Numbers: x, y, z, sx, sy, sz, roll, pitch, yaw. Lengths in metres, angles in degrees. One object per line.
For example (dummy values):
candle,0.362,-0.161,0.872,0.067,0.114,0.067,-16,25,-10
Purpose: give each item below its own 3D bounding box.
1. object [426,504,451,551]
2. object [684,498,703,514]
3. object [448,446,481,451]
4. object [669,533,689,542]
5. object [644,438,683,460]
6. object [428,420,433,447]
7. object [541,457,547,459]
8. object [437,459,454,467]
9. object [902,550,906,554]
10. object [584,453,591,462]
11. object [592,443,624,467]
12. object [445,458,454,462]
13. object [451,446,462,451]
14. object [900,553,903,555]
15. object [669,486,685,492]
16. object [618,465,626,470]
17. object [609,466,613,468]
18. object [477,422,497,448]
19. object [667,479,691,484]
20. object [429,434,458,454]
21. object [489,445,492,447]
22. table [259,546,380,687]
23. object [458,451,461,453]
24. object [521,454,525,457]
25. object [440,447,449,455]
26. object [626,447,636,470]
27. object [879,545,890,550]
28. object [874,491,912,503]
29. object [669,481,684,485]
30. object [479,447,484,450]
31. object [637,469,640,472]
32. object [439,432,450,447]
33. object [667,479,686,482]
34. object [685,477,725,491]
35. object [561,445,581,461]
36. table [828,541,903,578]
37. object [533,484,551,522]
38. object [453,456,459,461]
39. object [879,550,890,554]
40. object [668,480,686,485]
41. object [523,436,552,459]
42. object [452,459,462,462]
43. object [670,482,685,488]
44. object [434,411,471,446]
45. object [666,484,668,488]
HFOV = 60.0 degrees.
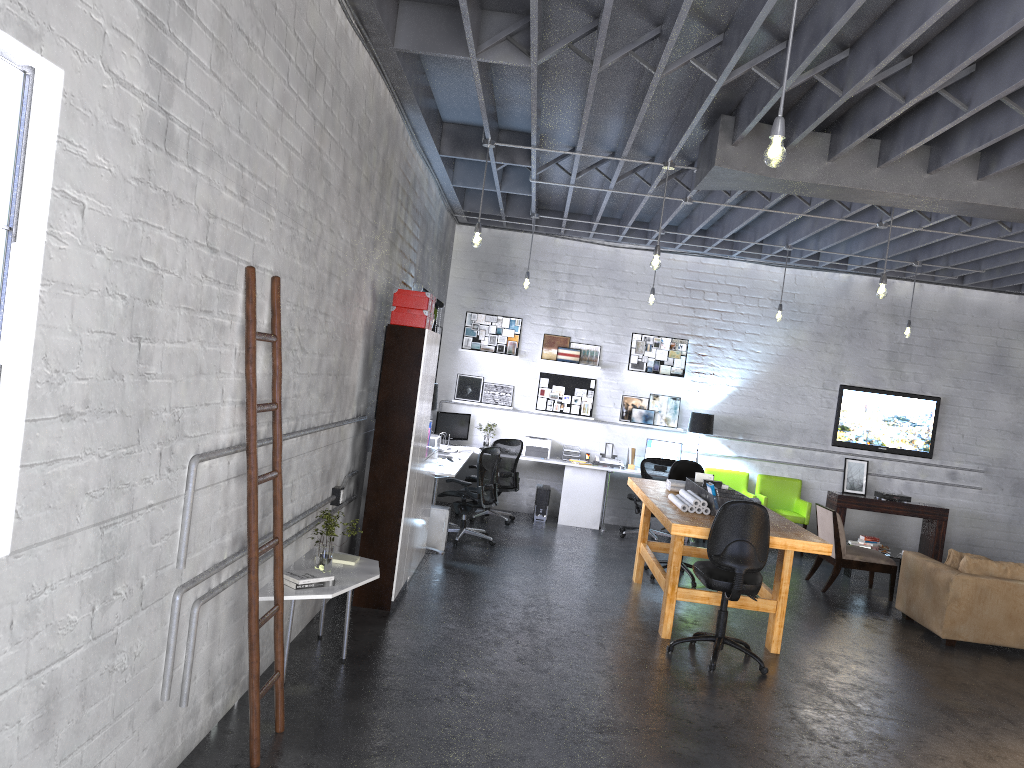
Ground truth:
object,-0.869,1.401,8.748,0.478,0.411,0.200,7,1,1
object,1.443,0.964,7.119,0.057,0.058,0.635,7,1,1
object,-0.602,0.807,11.151,0.422,0.028,0.180,7,1,-39
object,2.151,1.761,11.319,0.180,0.411,0.476,7,1,1
object,1.949,0.937,11.480,0.465,0.417,0.212,8,1,6
object,-0.954,0.588,9.277,0.212,0.417,0.465,7,1,1
object,0.401,0.942,11.227,0.075,0.016,0.017,8,1,26
object,-0.711,0.816,9.240,0.181,0.028,0.421,7,1,-9
object,4.573,1.961,10.291,0.081,0.052,0.077,7,1,-41
object,0.984,0.959,11.558,0.093,0.116,0.067,7,1,1
object,1.248,0.915,11.503,0.405,0.280,0.399,7,1,1
object,-0.680,0.813,9.533,0.114,0.036,0.058,7,1,-9
object,-0.679,0.790,10.820,0.130,0.049,0.130,8,1,18
object,4.568,1.983,10.290,0.131,0.016,0.131,7,1,8
object,1.690,0.981,8.037,0.519,0.047,0.047,7,1,1
object,1.397,1.054,11.227,0.095,0.050,0.095,7,1,-30
object,1.254,1.053,11.216,0.017,0.016,0.076,6,1,-39
object,-0.330,0.668,11.578,0.297,0.363,0.270,6,2,-44
object,1.699,0.940,8.199,0.519,0.047,0.046,7,1,1
object,-0.843,0.689,9.888,0.485,0.230,0.420,7,1,1
object,-0.148,0.837,11.314,0.279,0.081,0.411,7,1,-29
table,-1.075,1.358,5.103,0.517,0.532,1.336,7,1,1
object,-0.640,0.812,10.626,0.058,0.020,0.071,7,1,-35
object,0.100,0.900,11.270,0.103,0.021,0.131,7,1,-19
object,-0.942,0.755,10.317,0.392,0.064,0.259,7,1,1
object,1.547,0.965,11.491,0.087,0.259,0.236,7,1,1
object,4.461,1.953,10.640,0.151,0.040,0.151,8,1,19
object,4.897,1.455,11.414,0.370,0.082,0.266,7,1,1
object,1.697,0.941,8.106,0.519,0.047,0.046,7,1,1
object,-0.383,0.829,11.336,0.114,0.036,0.058,8,1,41
object,1.805,1.118,11.201,0.422,0.028,0.181,7,1,-4
object,-0.920,0.683,10.655,0.324,0.208,0.233,7,1,1
object,1.700,0.939,8.246,0.519,0.047,0.046,7,1,1
object,1.711,0.941,7.851,0.316,0.156,0.306,7,1,1
object,0.770,0.903,11.519,0.229,0.181,0.316,7,1,1
table,4.306,2.107,10.459,0.873,0.300,0.873,7,1,5
object,0.382,1.530,11.434,0.180,0.411,0.476,7,1,1
object,-0.605,0.807,9.623,0.078,0.049,0.062,7,1,-29
object,4.325,1.944,10.290,0.137,0.031,0.137,8,1,27
object,1.698,0.940,8.153,0.519,0.047,0.046,7,1,1
object,0.329,0.818,11.533,0.351,0.235,0.350,7,1,1
object,-0.615,0.830,9.620,0.119,0.016,0.119,8,1,19
object,1.695,0.941,8.051,0.519,0.047,0.046,7,1,-1
object,-0.780,0.579,11.410,0.146,0.427,0.560,9,2,38
object,1.694,0.979,8.223,0.519,0.047,0.047,7,1,1
